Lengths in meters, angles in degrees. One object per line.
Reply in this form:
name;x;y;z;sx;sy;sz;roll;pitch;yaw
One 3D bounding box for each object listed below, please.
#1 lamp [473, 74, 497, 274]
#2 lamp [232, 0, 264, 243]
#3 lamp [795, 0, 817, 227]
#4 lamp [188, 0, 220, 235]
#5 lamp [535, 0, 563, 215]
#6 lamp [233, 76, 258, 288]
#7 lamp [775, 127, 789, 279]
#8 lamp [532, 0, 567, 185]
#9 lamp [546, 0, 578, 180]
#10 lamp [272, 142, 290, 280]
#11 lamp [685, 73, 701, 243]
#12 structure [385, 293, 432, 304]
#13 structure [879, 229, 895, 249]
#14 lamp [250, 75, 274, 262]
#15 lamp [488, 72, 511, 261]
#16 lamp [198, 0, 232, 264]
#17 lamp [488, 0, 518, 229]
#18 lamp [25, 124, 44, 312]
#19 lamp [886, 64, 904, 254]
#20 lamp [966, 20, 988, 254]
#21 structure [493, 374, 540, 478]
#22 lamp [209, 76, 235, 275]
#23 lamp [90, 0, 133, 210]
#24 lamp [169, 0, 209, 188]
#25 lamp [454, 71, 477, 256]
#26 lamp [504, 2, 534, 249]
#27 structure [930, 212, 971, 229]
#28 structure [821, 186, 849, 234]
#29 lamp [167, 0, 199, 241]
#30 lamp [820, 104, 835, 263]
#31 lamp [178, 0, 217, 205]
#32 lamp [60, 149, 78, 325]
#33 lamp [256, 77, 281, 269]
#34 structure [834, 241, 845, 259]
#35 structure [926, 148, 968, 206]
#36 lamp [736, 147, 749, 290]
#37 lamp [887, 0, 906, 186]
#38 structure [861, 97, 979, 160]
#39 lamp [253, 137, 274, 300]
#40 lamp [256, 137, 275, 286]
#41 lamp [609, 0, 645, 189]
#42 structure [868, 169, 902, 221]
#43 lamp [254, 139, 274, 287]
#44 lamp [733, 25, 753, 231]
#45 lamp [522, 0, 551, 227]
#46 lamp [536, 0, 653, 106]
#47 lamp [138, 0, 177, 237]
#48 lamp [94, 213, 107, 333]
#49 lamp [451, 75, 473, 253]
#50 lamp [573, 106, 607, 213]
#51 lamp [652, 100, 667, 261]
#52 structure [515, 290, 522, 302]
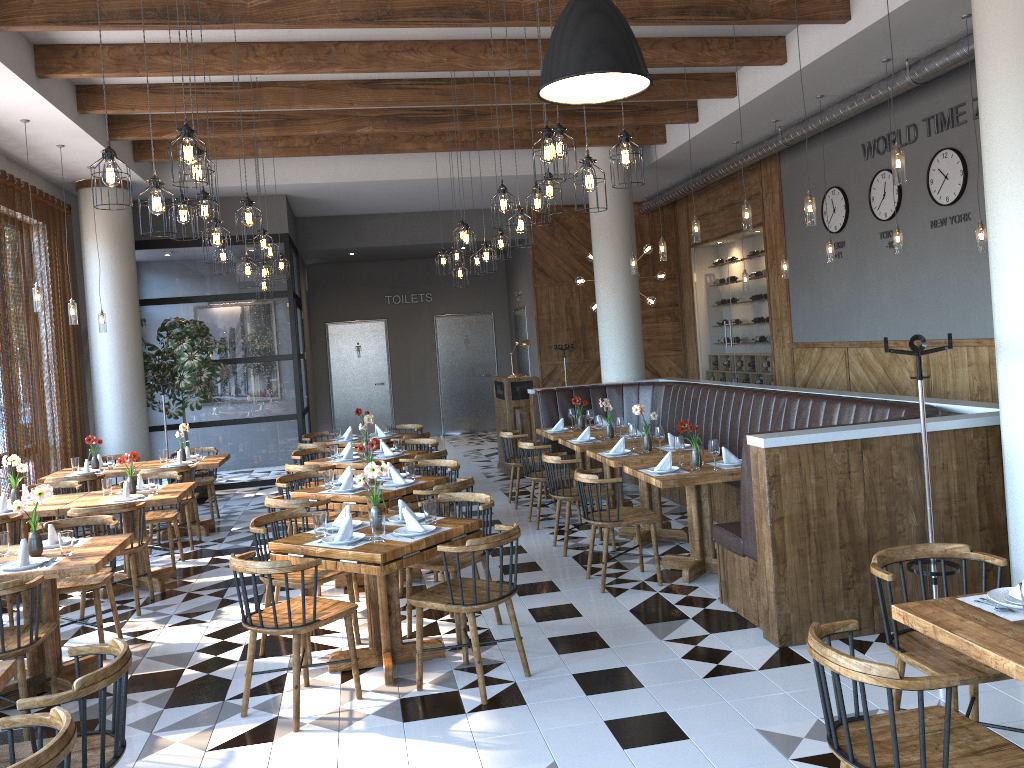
lamp;-0.314;-2.120;8.650;0.175;2.070;0.175;-4;0;-27
lamp;-1.875;-2.013;6.093;0.175;2.070;0.175;-4;0;-24
lamp;2.188;-2.172;6.680;0.078;1.963;0.078;-4;0;30
lamp;-2.230;-2.094;6.240;0.175;2.070;0.175;-4;0;9
lamp;0.211;-2.283;6.478;0.175;2.070;0.175;-4;0;-39
lamp;-2.560;-1.943;8.364;0.175;2.070;0.175;-4;0;-16
lamp;3.070;-2.188;10.153;0.078;1.963;0.078;-4;0;-24
lamp;0.136;-2.142;4.865;0.175;2.070;0.175;-4;0;-3
lamp;0.213;-2.214;5.057;0.175;2.070;0.175;-4;0;8
lamp;-2.756;-2.256;10.339;0.175;2.070;0.175;-4;0;2
lamp;1.784;-2.398;8.874;0.078;1.963;0.078;-4;0;25
structure;-2.034;-1.678;17.462;0.916;0.166;0.035;-5;1;-10
structure;4.126;-1.577;9.676;0.021;0.199;0.369;-4;2;-10
lamp;-2.379;-2.181;8.243;0.175;2.070;0.175;-4;0;-16
lamp;-0.172;-2.269;8.812;0.175;2.070;0.175;-4;0;30
lamp;-2.083;-1.864;6.050;0.175;2.070;0.175;-4;0;9
lamp;-0.122;-2.151;6.317;0.175;2.070;0.175;-4;0;17
lamp;-4.332;-1.629;7.976;0.078;1.963;0.078;-4;0;-20
lamp;3.445;-2.163;8.042;0.078;1.963;0.078;-4;0;-3
lamp;3.643;-2.012;6.986;0.078;1.963;0.078;-4;0;30
structure;0.155;0.533;12.068;0.646;1.299;1.046;-4;1;-10
lamp;-2.749;-2.054;8.234;0.175;2.070;0.175;-4;0;41
lamp;-2.076;-1.918;4.441;0.175;2.070;0.175;-4;0;33
lamp;-1.712;-2.047;4.507;0.175;2.070;0.175;-4;0;-24
lamp;-0.501;-2.275;8.524;0.175;2.070;0.175;-4;0;-38
lamp;-0.001;-2.038;6.509;0.175;2.070;0.175;-4;0;-39
structure;4.298;-1.602;8.689;0.021;0.079;0.583;-4;3;-10
structure;3.896;-2.098;10.689;0.046;0.560;0.561;-4;2;-10
lamp;-2.310;-2.023;6.050;0.175;2.070;0.175;-4;0;-2
lamp;3.238;-2.238;9.180;0.078;1.963;0.078;-4;0;25
lamp;-1.741;-1.999;4.713;0.175;2.070;0.175;-4;0;-35
lamp;-4.500;-1.579;8.950;0.078;1.963;0.078;-4;0;-24
lamp;-2.377;-2.135;8.451;0.175;2.070;0.175;-4;0;-27
structure;3.941;-1.614;10.705;0.021;0.197;0.306;-4;2;-10
structure;4.257;-2.026;8.677;0.046;0.560;0.561;-4;2;-10
lamp;2.889;-2.167;11.188;0.078;1.963;0.078;-4;0;22
lamp;2.377;-2.239;5.588;0.078;1.963;0.078;-4;0;-34
structure;4.218;-2.573;8.704;0.033;0.199;2.730;-4;3;-10
lamp;-2.914;-2.006;10.189;0.175;2.070;0.175;-4;0;2
lamp;-2.950;-2.188;10.402;0.175;2.070;0.175;-4;0;-9
lamp;0.570;-2.133;4.916;0.175;2.070;0.175;-4;0;-25
structure;4.076;-2.062;9.683;0.046;0.560;0.561;-4;2;-10
lamp;-2.856;-2.131;9.977;0.175;2.070;0.175;-4;0;-31
lamp;1.991;-2.323;7.735;0.078;1.963;0.078;-4;0;9
lamp;0.129;-2.230;6.668;0.175;2.070;0.175;-4;0;39
lamp;0.210;-1.915;2.969;0.391;1.864;0.390;-4;0;-23
lamp;-1.909;-1.806;4.597;0.175;2.070;0.175;-4;0;-24
lamp;-4.681;-1.558;9.985;0.078;1.963;0.078;-4;0;22
lamp;-0.547;-2.338;8.728;0.175;2.070;0.175;-4;0;-27
lamp;0.364;-1.985;4.870;0.175;2.070;0.175;-4;0;8
lamp;1.615;-2.348;9.847;0.078;1.963;0.078;-4;0;-24
structure;0.129;-1.644;16.592;0.025;0.197;0.565;-4;2;-10
